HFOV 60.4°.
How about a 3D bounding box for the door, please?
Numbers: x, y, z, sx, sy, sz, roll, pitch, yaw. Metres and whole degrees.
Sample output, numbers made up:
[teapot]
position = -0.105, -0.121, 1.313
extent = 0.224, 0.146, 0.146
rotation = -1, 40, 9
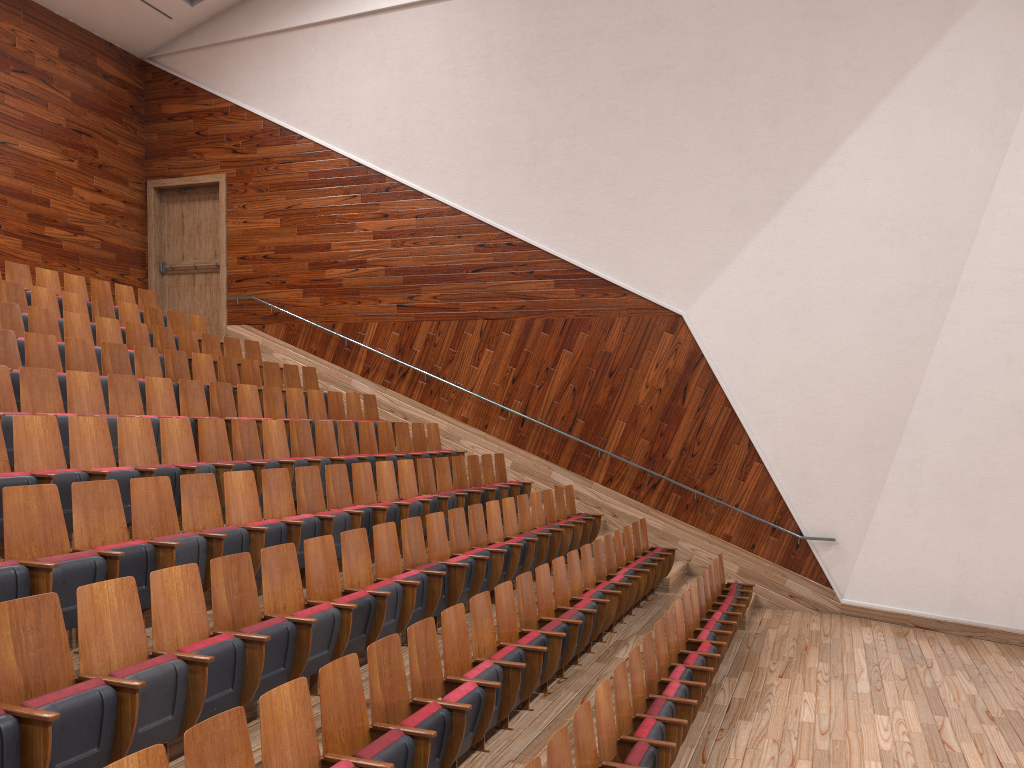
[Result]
[door]
position = -0.473, -0.180, 1.299
extent = 0.139, 0.242, 0.024
rotation = 2, 5, 20

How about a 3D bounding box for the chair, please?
[chair]
position = -0.308, 0.041, 0.476
extent = 0.769, 0.375, 1.181
rotation = 1, -2, 20
